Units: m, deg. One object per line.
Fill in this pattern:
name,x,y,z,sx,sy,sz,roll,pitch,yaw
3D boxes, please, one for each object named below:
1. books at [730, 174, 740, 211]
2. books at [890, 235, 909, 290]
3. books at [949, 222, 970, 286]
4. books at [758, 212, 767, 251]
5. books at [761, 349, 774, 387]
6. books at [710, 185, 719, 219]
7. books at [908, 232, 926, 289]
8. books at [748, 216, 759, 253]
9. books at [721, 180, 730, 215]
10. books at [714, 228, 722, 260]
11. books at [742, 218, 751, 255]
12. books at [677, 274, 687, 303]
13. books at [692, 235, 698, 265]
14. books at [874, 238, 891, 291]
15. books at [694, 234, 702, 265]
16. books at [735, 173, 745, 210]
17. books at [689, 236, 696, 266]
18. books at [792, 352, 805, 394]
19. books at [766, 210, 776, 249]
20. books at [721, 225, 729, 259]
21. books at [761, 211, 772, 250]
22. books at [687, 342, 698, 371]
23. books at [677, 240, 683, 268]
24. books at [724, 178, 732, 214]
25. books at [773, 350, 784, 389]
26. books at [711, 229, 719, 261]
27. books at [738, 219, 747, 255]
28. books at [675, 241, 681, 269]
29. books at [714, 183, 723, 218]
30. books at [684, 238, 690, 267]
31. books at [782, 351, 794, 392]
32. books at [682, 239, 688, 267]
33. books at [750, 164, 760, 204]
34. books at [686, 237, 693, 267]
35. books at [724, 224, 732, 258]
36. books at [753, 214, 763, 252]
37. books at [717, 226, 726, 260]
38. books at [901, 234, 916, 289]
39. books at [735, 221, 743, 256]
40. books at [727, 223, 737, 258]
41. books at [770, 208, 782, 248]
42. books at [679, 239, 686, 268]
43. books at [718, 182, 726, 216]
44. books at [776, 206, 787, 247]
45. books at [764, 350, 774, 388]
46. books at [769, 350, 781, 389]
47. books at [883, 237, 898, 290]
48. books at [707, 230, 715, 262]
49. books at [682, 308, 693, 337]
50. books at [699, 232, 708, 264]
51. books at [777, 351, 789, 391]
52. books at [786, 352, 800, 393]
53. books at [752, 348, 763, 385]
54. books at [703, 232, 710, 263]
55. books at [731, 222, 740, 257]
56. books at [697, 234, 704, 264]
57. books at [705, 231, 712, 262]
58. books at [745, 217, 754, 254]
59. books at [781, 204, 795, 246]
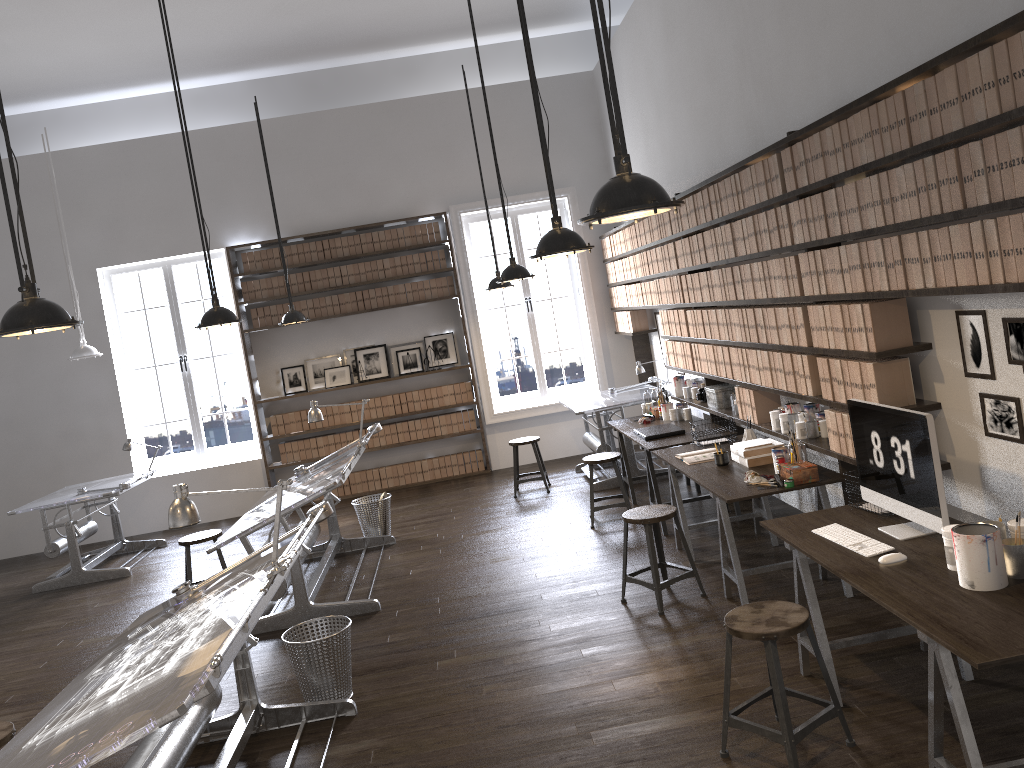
books,1.452,-1.184,5.439,0.174,0.225,0.067,-10,2,-4
books,1.675,-0.513,3.654,0.174,0.225,0.067,-10,2,-4
books,1.710,-0.481,3.228,0.174,0.225,0.067,-10,2,-4
books,1.529,-0.888,5.113,0.174,0.225,0.067,-10,2,-4
books,1.641,-0.108,5.450,0.174,0.225,0.067,-10,2,-4
books,1.421,-1.216,5.860,0.174,0.225,0.067,-10,2,-4
books,1.684,-0.502,3.514,0.174,0.225,0.067,-10,2,-4
books,1.513,-0.897,5.250,0.174,0.225,0.067,-10,2,-4
books,1.442,-1.201,5.649,0.174,0.225,0.067,-10,2,-4
books,1.466,-0.949,5.937,0.174,0.225,0.067,-10,2,-4
books,1.506,-0.907,5.380,0.174,0.225,0.067,-10,2,-4
books,1.430,-0.771,7.091,0.174,0.225,0.067,-10,2,-4
books,1.427,-0.991,6.500,0.174,0.225,0.067,-10,2,-4
books,1.666,-0.524,3.799,0.174,0.225,0.067,-10,2,-4
books,1.428,-0.985,6.429,0.174,0.225,0.067,-10,2,-4
books,1.460,-1.180,5.367,0.174,0.225,0.067,-10,2,-4
books,1.422,-0.997,6.571,0.174,0.225,0.067,-10,2,-4
books,1.678,-0.071,4.955,0.174,0.225,0.067,-10,2,-4
books,1.539,-0.877,4.971,0.174,0.225,0.067,-10,2,-4
books,1.476,-0.938,5.791,0.174,0.225,0.067,-10,2,-4
books,1.530,-0.882,5.042,0.174,0.225,0.067,-10,2,-4
books,1.516,-0.232,7.110,0.174,0.225,0.067,-10,2,-4
books,1.397,-1.022,6.910,0.174,0.225,0.067,-10,2,-4
books,1.446,-1.195,5.575,0.174,0.225,0.067,-10,2,-4
books,1.657,-0.093,5.245,0.174,0.225,0.067,-10,2,-4
books,1.457,-0.954,6.009,0.174,0.225,0.067,-10,2,-4
books,1.499,-0.912,5.452,0.174,0.225,0.067,-10,2,-4
books,1.393,-1.027,6.979,0.174,0.225,0.067,-10,2,-4
books,1.430,-1.211,5.788,0.174,0.225,0.067,-10,2,-4
books,1.411,-1.007,6.705,0.174,0.225,0.067,-10,2,-4
books,1.668,-0.082,5.104,0.174,0.225,0.067,-10,2,-4
books,1.405,-1.011,6.767,0.174,0.225,0.067,-10,2,-4
books,1.481,-1.159,5.086,0.174,0.225,0.067,-10,2,-4
books,1.412,-1.001,6.638,0.174,0.225,0.067,-10,2,-4
books,1.482,-0.934,5.728,0.174,0.225,0.067,-10,2,-4
books,1.523,-0.893,5.183,0.174,0.225,0.067,-10,2,-4
books,1.469,-0.943,5.863,0.174,0.225,0.067,-10,2,-4
books,1.686,-0.508,3.580,0.174,0.225,0.067,-10,2,-4
books,1.498,-0.918,5.522,0.174,0.225,0.067,-10,2,-4
books,1.483,-0.928,5.661,0.174,0.225,0.067,-10,2,-4
books,1.539,-0.871,4.896,0.174,0.225,0.067,-10,2,-4
books,1.398,-1.016,6.839,0.174,0.225,0.067,-10,2,-4
books,1.439,-1.207,5.719,0.174,0.225,0.067,-10,2,-4
books,1.550,-0.866,4.823,0.174,0.225,0.067,-10,2,-4
books,1.641,-0.102,5.383,0.174,0.225,0.067,-10,2,-4
books,1.652,-0.098,5.316,0.174,0.225,0.067,-10,2,-4
books,1.676,-0.519,3.729,0.174,0.225,0.067,-10,2,-4
books,1.452,-0.959,6.081,0.174,0.225,0.067,-10,2,-4
books,1.470,-0.497,7.097,0.174,0.225,0.067,-10,2,-4
books,1.438,-0.974,6.283,0.174,0.225,0.067,-10,2,-4
books,1.658,-0.087,5.174,0.174,0.225,0.067,-10,2,-4
books,1.668,-0.076,5.029,0.174,0.225,0.067,-10,2,-4
books,1.627,-0.118,5.584,0.174,0.225,0.067,-10,2,-4
books,1.449,-0.970,6.210,0.174,0.225,0.067,-10,2,-4
books,1.495,-0.924,5.592,0.174,0.225,0.067,-10,2,-4
books,1.438,-0.981,6.359,0.174,0.225,0.067,-10,2,-4
books,1.451,-0.965,6.145,0.174,0.225,0.067,-10,2,-4
books,1.512,-0.903,5.317,0.174,0.225,0.067,-10,2,-4
books,1.553,-0.860,4.747,0.174,0.225,0.067,-10,2,-4
